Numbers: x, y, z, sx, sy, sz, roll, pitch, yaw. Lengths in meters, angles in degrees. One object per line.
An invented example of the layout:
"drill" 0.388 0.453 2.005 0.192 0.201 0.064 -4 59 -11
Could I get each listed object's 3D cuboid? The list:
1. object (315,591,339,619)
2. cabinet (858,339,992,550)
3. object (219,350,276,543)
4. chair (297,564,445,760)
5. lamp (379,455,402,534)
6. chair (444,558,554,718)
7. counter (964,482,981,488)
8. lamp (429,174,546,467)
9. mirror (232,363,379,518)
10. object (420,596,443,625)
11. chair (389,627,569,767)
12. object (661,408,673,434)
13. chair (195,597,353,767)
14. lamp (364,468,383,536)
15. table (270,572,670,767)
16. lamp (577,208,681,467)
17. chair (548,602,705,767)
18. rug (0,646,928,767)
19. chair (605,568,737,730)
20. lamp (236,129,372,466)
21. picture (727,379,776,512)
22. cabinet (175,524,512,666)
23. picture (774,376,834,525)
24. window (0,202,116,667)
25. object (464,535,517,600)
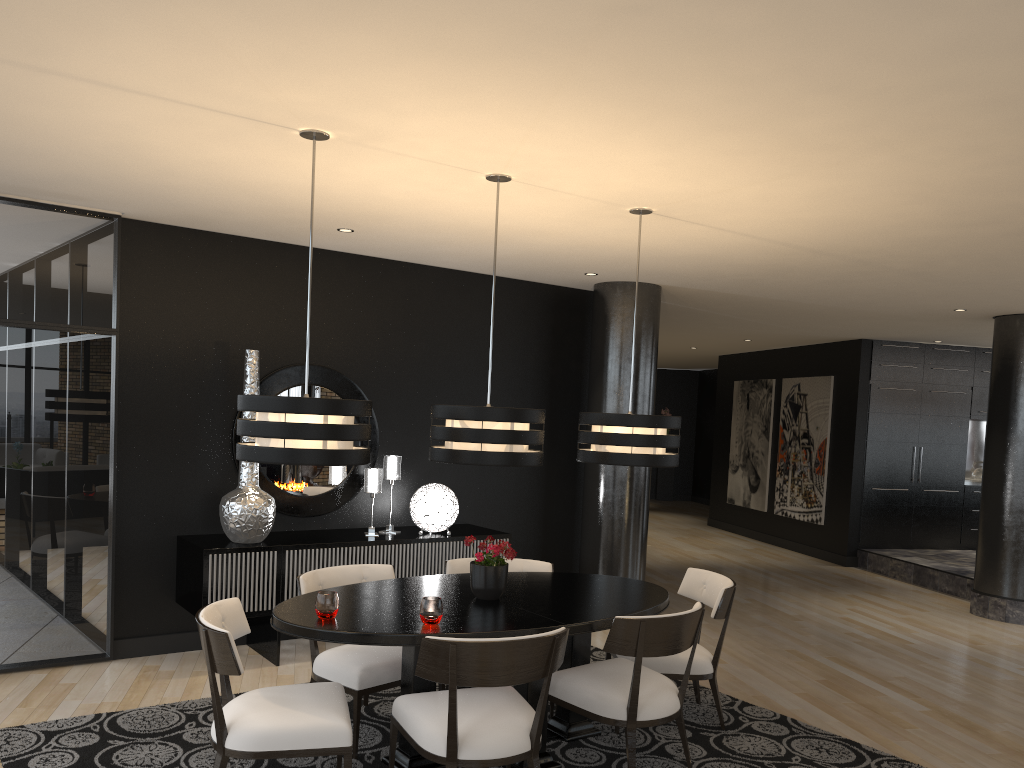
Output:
"object" -0.768 0.919 3.666 0.095 0.106 0.095 3 1 21
"cabinet" 6.941 0.894 11.547 5.732 2.537 0.724 3 3 -13
"object" -1.655 0.394 5.568 0.344 1.213 0.341 1 3 -27
"chair" -0.741 1.370 4.498 0.614 0.809 0.643 4 2 40
"lamp" -0.862 0.786 6.301 0.132 0.552 0.124 4 3 17
"chair" -0.069 1.416 4.930 0.643 0.809 0.614 2 2 -7
"counter" 6.914 1.351 11.599 2.863 0.034 0.728 3 -2 -13
"lamp" -0.092 -0.295 4.113 0.536 1.334 0.533 1 3 -36
"mirror" -1.418 0.397 6.166 1.077 1.082 0.025 2 3 -35
"object" -0.334 0.938 3.653 0.095 0.106 0.095 2 1 -24
"chair" -0.144 1.368 3.628 0.643 0.809 0.613 2 2 -26
"object" 3.239 0.885 18.305 0.338 0.790 0.228 3 3 16
"chair" -0.980 1.329 3.618 0.616 0.809 0.640 2 1 -15
"lamp" -0.972 0.818 6.154 0.125 0.467 0.131 2 3 -13
"table" -0.128 1.407 4.251 2.109 0.771 1.205 4 -1 -34
"lamp" 0.641 -0.244 4.634 0.536 1.334 0.533 1 3 -36
"chair" 0.541 1.418 4.157 0.643 0.809 0.614 1 2 -43
"rug" -0.204 1.784 4.249 3.727 0.011 2.708 4 -2 -36
"chair" 0.888 1.459 4.890 0.616 0.809 0.640 2 1 -7
"lamp" -0.825 -0.347 3.593 0.536 1.334 0.533 1 3 -36
"picture" 3.520 0.883 12.982 0.077 1.880 1.150 2 2 -13
"cabinet" -1.100 1.428 6.136 2.240 0.769 0.608 4 1 -35
"picture" 3.840 0.851 11.616 0.077 1.880 1.150 2 2 -13
"window" 5.159 -0.390 3.521 15.910 4.801 10.095 3 -1 -27
"object" -0.099 0.873 4.201 0.238 0.299 0.228 2 2 -33
